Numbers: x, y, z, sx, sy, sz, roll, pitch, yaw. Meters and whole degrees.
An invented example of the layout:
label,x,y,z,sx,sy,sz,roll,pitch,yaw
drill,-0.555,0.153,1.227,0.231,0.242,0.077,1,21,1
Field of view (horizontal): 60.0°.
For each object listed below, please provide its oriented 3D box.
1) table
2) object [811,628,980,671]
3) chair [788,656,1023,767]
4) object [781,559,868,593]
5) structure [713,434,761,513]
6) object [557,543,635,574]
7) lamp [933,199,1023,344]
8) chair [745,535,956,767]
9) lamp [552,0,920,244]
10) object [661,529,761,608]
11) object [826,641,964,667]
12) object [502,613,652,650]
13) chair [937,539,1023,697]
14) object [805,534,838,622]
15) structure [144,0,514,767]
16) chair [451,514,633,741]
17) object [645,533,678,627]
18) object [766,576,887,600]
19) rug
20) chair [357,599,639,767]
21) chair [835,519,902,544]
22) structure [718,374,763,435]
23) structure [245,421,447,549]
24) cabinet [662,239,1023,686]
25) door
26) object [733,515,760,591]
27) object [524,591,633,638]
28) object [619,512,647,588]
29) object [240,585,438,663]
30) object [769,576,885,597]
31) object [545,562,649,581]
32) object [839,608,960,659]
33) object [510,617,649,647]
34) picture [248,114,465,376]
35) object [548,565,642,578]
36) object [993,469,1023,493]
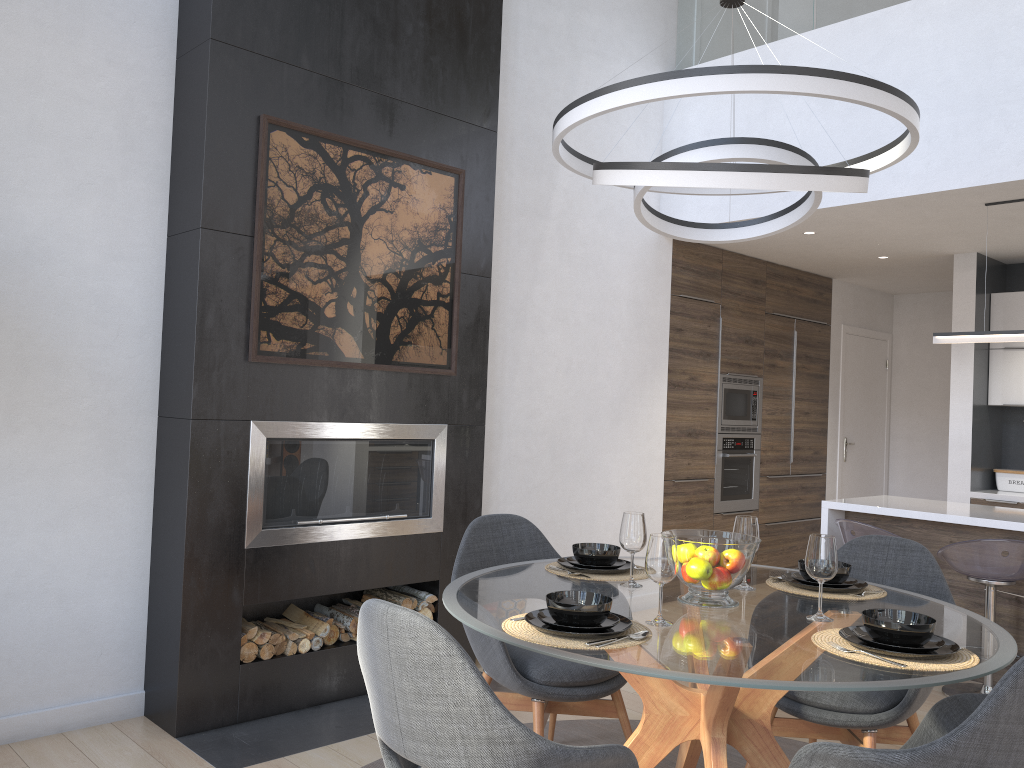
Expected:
label,x,y,z,sx,sy,sz,roll,pitch,yaw
table,0.541,0.996,2.480,1.499,0.764,1.499,1,-2,36
object,0.889,0.616,2.071,0.360,0.002,0.360,2,-1,-1
chair,0.923,0.943,1.993,0.655,0.891,0.619,3,-2,-37
object,0.981,0.600,2.787,0.258,0.074,0.258,2,-2,27
structure,1.526,0.655,6.699,0.595,0.570,0.495,4,-2,-43
object,0.278,0.575,2.935,0.258,0.074,0.258,3,-2,-24
lamp,2.709,-0.598,4.594,0.020,0.756,0.998,4,-2,-43
chair,1.127,0.976,2.962,0.619,0.891,0.655,4,-2,-42
lamp,0.697,-2.700,2.587,1.000,4.513,1.000,4,-2,-41
object,0.557,0.522,2.505,0.278,0.184,0.278,3,-2,-35
object,0.897,0.609,2.078,0.309,0.015,0.206,4,-2,-39
object,0.155,0.588,2.131,0.360,0.002,0.360,2,-1,-1
chair,2.294,1.110,4.255,0.475,0.787,0.434,2,-2,10
object,0.817,0.511,2.344,0.083,0.220,0.083,2,-2,19
structure,-0.569,-1.797,3.911,1.500,6.351,0.722,4,-2,-43
chair,0.105,0.939,3.115,0.655,0.891,0.619,3,-2,-37
object,0.374,0.490,2.224,0.083,0.220,0.083,2,-2,7
object,0.986,0.639,2.791,0.360,0.002,0.360,2,-2,21
rug,0.533,1.383,2.477,2.499,0.010,2.499,2,-2,20
chair,-0.041,0.903,1.976,0.619,0.891,0.655,4,-2,-42
chair,1.929,1.106,4.669,0.434,0.787,0.475,3,-2,-25
structure,1.534,0.155,6.725,0.595,0.430,0.459,4,-2,-43
structure,-0.773,0.353,3.978,1.010,0.651,0.295,4,-2,-43
cabinet,3.374,0.318,4.982,2.402,2.501,4.694,4,-2,-43
door,3.150,0.577,7.935,0.974,2.136,0.085,4,-2,-43
object,0.715,0.516,2.718,0.083,0.220,0.083,3,-2,-15
object,0.160,0.550,2.127,0.258,0.074,0.258,3,-2,-24
object,0.366,0.501,2.691,0.083,0.220,0.083,2,-2,7
object,-0.834,1.055,3.992,1.005,0.195,0.363,4,-2,-44
object,0.981,0.631,2.796,0.206,0.015,0.309,4,-2,-39
object,0.288,0.614,2.928,0.360,0.002,0.360,2,-2,21
object,0.899,0.578,2.064,0.258,0.074,0.258,2,-2,27
object,0.168,0.580,2.131,0.206,0.015,0.309,4,-2,-39
picture,-0.637,-0.559,3.897,1.056,0.990,0.026,4,-2,-43
object,0.284,0.605,2.919,0.309,0.015,0.206,3,-2,-34
object,3.612,0.687,6.254,0.263,0.148,0.380,4,-2,-43
